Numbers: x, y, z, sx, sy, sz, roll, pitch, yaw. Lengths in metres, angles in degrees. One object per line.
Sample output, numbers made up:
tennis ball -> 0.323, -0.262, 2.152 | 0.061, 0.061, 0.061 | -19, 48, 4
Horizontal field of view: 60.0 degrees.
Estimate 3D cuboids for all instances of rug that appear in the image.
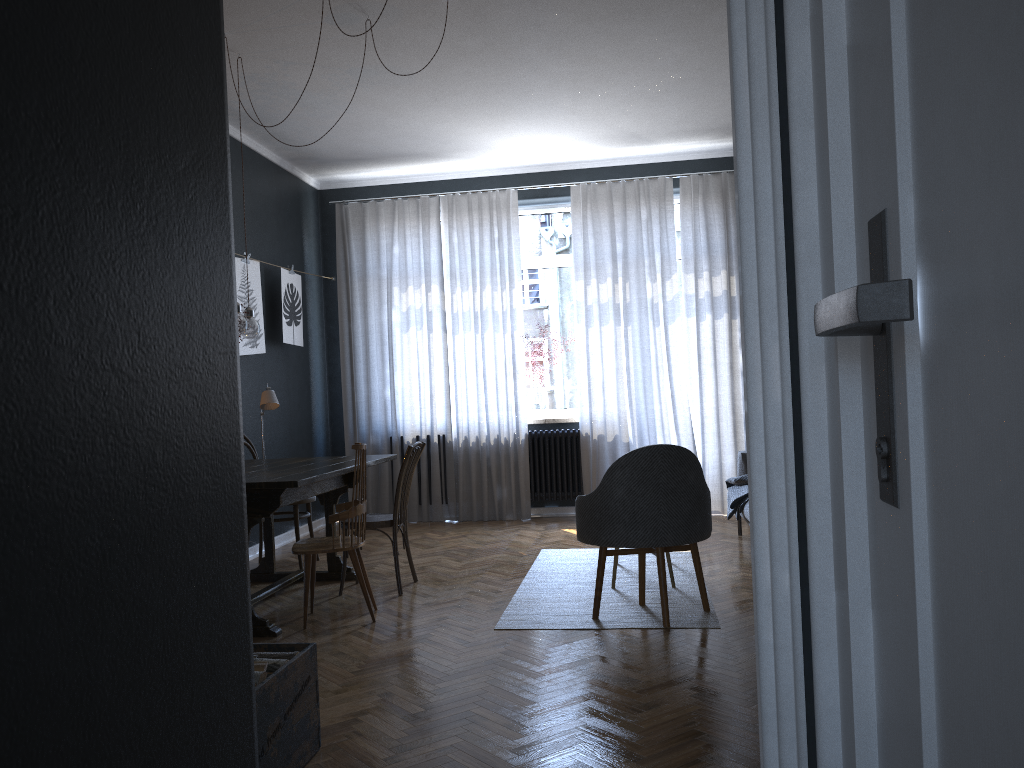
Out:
rug -> 0.554, 1.091, 4.914 | 1.003, 0.013, 2.011 | -3, -1, 8

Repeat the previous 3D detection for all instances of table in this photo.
table -> 0.730, 0.811, 5.023 | 0.339, 0.550, 0.787 | -3, 0, 8
table -> -1.356, 0.813, 4.721 | 1.126, 0.727, 1.604 | -3, -1, 8

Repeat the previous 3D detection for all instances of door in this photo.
door -> 0.253, -0.046, 0.346 | 0.162, 2.187, 0.856 | -3, 0, 8

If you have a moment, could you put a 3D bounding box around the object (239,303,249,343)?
object -> -1.809, 0.009, 5.002 | 0.638, 0.931, 0.557 | -3, 0, -21

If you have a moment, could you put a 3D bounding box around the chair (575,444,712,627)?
chair -> 0.648, 0.670, 4.092 | 0.645, 0.811, 0.495 | -3, 0, -14

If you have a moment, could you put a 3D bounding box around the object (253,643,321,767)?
object -> -0.817, 0.959, 2.465 | 0.383, 0.326, 0.552 | -3, 0, 8

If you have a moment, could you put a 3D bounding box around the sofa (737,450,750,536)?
sofa -> 1.843, 0.635, 5.073 | 0.970, 0.798, 2.340 | -3, -1, 8

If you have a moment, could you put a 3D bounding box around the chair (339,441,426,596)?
chair -> -0.727, 0.740, 4.973 | 0.467, 0.820, 0.363 | -3, 0, 8

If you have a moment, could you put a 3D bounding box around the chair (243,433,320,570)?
chair -> -1.558, 0.737, 5.787 | 0.549, 0.920, 0.438 | -3, 0, 6

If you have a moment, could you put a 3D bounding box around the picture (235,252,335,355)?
picture -> -1.872, -0.576, 5.646 | 0.058, 0.771, 4.457 | -3, -1, 8

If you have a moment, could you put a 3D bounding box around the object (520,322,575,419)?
object -> 0.242, -0.107, 7.575 | 0.514, 0.809, 0.599 | -3, 0, -18

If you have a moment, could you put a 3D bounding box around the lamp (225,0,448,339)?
lamp -> -0.885, -1.066, 4.448 | 1.591, 1.574, 0.582 | -3, 0, 39

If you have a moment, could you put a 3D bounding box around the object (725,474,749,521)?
object -> 1.623, 0.676, 5.688 | 0.490, 0.329, 0.666 | -3, -1, 13

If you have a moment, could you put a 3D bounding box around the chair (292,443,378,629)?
chair -> -0.874, 0.726, 4.334 | 0.384, 0.856, 0.456 | -3, 0, -7

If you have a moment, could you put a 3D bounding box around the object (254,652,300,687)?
object -> -0.825, 0.883, 2.464 | 0.370, 0.247, 0.533 | -3, -1, 8

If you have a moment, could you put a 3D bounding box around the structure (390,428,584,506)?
structure -> -0.165, 0.711, 7.615 | 1.846, 0.600, 0.215 | -3, 0, 8

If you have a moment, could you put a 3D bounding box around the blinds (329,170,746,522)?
blinds -> 0.468, -0.276, 7.451 | 3.993, 2.789, 0.312 | -3, 0, 8

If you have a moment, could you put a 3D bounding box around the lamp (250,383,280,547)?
lamp -> -1.599, 0.538, 5.645 | 0.242, 1.069, 0.800 | -3, 0, -37
